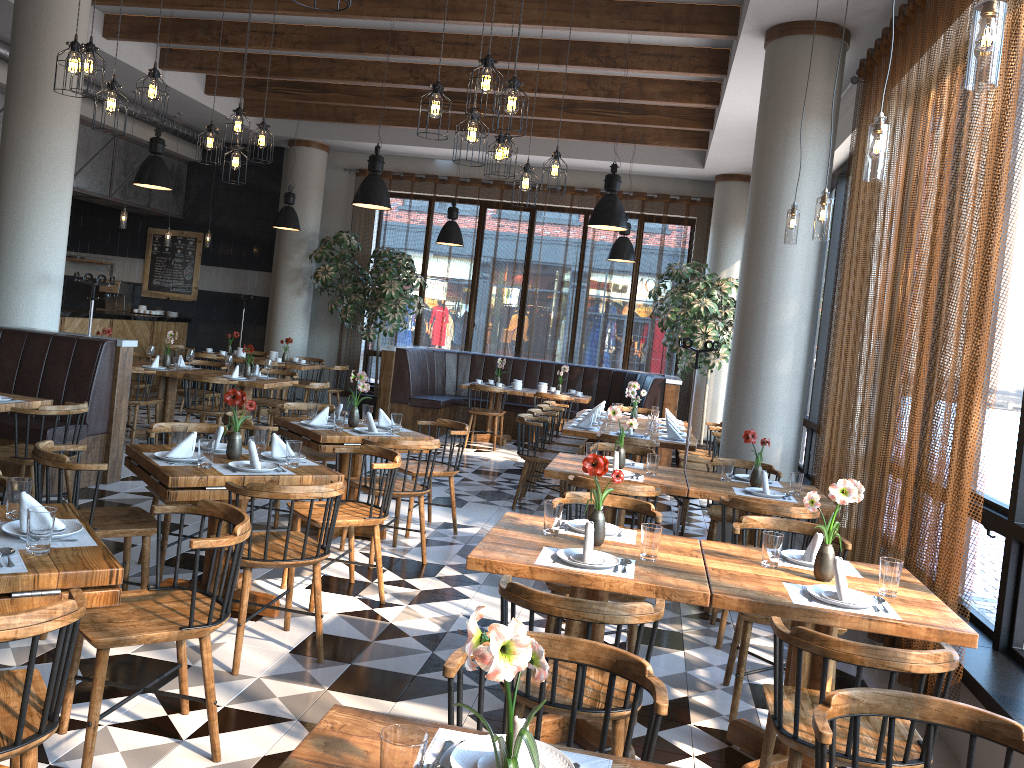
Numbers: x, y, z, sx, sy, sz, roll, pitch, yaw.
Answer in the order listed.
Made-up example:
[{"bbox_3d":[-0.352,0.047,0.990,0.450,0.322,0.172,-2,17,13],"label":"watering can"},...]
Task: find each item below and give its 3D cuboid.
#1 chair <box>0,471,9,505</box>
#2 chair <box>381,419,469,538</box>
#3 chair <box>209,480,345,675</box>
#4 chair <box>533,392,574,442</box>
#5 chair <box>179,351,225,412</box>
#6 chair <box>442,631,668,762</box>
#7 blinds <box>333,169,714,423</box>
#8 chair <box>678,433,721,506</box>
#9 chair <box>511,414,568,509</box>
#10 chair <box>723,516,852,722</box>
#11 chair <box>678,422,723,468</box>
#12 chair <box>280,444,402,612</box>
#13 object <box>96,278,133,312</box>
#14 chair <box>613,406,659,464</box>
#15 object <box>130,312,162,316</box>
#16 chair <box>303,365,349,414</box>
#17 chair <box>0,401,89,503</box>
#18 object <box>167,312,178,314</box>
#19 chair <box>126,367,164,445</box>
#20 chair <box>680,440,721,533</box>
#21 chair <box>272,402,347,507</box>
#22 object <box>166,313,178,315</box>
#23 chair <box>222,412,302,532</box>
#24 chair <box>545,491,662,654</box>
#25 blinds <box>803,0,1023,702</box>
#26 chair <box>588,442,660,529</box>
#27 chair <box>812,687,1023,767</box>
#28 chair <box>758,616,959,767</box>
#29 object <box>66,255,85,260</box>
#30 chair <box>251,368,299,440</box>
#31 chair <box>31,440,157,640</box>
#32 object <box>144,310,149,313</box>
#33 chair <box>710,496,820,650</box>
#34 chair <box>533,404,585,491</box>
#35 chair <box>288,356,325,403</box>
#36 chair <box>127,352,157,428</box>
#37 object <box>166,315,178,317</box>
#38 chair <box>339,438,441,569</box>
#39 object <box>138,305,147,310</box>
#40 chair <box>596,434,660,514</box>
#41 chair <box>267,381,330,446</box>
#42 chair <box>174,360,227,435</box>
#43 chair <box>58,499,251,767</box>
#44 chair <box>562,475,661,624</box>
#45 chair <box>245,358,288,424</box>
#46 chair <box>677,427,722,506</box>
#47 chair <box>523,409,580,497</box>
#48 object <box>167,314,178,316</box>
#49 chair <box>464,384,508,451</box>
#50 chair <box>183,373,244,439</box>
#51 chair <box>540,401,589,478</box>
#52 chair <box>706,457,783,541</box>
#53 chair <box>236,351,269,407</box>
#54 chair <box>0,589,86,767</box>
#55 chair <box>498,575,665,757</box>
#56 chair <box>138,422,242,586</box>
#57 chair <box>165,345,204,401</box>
[{"bbox_3d":[-2.128,0.745,3.218,0.518,0.816,0.551,5,2,-36],"label":"chair"},{"bbox_3d":[-0.645,0.690,6.684,0.549,0.816,0.521,5,2,-36],"label":"chair"},{"bbox_3d":[-1.081,0.811,4.008,0.518,0.816,0.551,5,2,-36],"label":"chair"},{"bbox_3d":[0.501,0.521,11.392,0.520,0.816,0.550,7,2,9],"label":"chair"},{"bbox_3d":[-4.121,-0.017,11.859,0.520,0.816,0.550,7,2,9],"label":"chair"},{"bbox_3d":[0.051,1.061,2.012,0.520,0.816,0.550,7,2,9],"label":"chair"},{"bbox_3d":[0.062,-1.278,13.518,5.547,3.578,0.155,7,1,9],"label":"blinds"},{"bbox_3d":[1.855,0.862,8.338,0.550,0.816,0.520,7,2,9],"label":"chair"},{"bbox_3d":[0.273,0.711,7.970,0.550,0.816,0.520,7,2,9],"label":"chair"},{"bbox_3d":[1.226,1.065,4.005,0.520,0.816,0.550,7,2,9],"label":"chair"},{"bbox_3d":[2.055,0.806,9.567,0.550,0.816,0.520,7,2,9],"label":"chair"},{"bbox_3d":[-0.934,0.770,4.908,0.549,0.816,0.521,5,2,-36],"label":"chair"},{"bbox_3d":[-6.498,-1.419,14.401,0.356,0.569,0.550,7,2,9],"label":"object"},{"bbox_3d":[1.386,0.694,10.188,0.520,0.816,0.550,7,2,9],"label":"chair"},{"bbox_3d":[-5.814,-1.115,14.089,0.437,0.018,0.273,7,4,9],"label":"object"},{"bbox_3d":[-2.583,0.127,12.262,0.550,0.816,0.520,7,2,9],"label":"chair"},{"bbox_3d":[-3.003,0.502,5.552,0.550,0.816,0.520,7,2,9],"label":"chair"},{"bbox_3d":[-5.506,-1.147,14.361,0.176,0.016,0.175,10,5,44],"label":"object"},{"bbox_3d":[-3.790,0.213,8.770,0.520,0.816,0.550,7,2,9],"label":"chair"},{"bbox_3d":[1.756,0.889,7.734,0.550,0.816,0.520,7,2,9],"label":"chair"},{"bbox_3d":[-1.539,0.583,6.830,0.518,0.816,0.551,5,2,-36],"label":"chair"},{"bbox_3d":[-5.508,-1.127,14.362,0.176,0.016,0.175,10,5,44],"label":"object"},{"bbox_3d":[-1.686,0.623,5.930,0.549,0.816,0.521,5,2,-36],"label":"chair"},{"bbox_3d":[0.398,0.965,4.140,0.520,0.816,0.550,7,2,9],"label":"chair"},{"bbox_3d":[1.828,-0.422,2.998,0.160,3.577,7.271,6,3,9],"label":"blinds"},{"bbox_3d":[0.752,0.867,6.313,0.520,0.816,0.550,7,2,9],"label":"chair"},{"bbox_3d":[0.879,1.160,1.877,0.520,0.816,0.550,7,2,9],"label":"chair"},{"bbox_3d":[1.015,1.122,2.717,0.520,0.816,0.550,7,2,9],"label":"chair"},{"bbox_3d":[-7.259,-2.106,14.695,0.352,0.060,0.232,8,4,22],"label":"object"},{"bbox_3d":[-2.725,0.257,9.943,0.520,0.816,0.550,7,2,9],"label":"chair"},{"bbox_3d":[-1.976,0.703,4.154,0.549,0.816,0.521,5,2,-36],"label":"chair"},{"bbox_3d":[-5.847,-1.148,14.159,0.080,0.066,0.098,7,3,21],"label":"object"},{"bbox_3d":[1.369,1.025,4.890,0.520,0.816,0.550,7,2,9],"label":"chair"},{"bbox_3d":[0.479,0.654,9.234,0.550,0.816,0.520,7,2,9],"label":"chair"},{"bbox_3d":[-3.069,0.026,13.004,0.520,0.816,0.550,7,2,9],"label":"chair"},{"bbox_3d":[-4.427,0.052,10.220,0.520,0.816,0.550,7,2,9],"label":"chair"},{"bbox_3d":[-5.511,-1.097,14.362,0.176,0.016,0.175,10,5,44],"label":"object"},{"bbox_3d":[-0.792,0.731,5.785,0.518,0.816,0.551,5,2,-36],"label":"chair"},{"bbox_3d":[-6.010,-1.211,14.404,0.129,0.128,0.130,5,3,-35],"label":"object"},{"bbox_3d":[0.921,0.822,7.337,0.520,0.816,0.550,7,2,9],"label":"chair"},{"bbox_3d":[-2.213,0.361,9.173,0.550,0.816,0.520,7,2,9],"label":"chair"},{"bbox_3d":[-3.576,0.154,10.081,0.520,0.816,0.550,7,2,9],"label":"chair"},{"bbox_3d":[-1.234,0.853,3.073,0.549,0.816,0.521,5,2,-36],"label":"chair"},{"bbox_3d":[0.542,0.925,5.025,0.520,0.816,0.550,7,2,9],"label":"chair"},{"bbox_3d":[-3.278,0.084,11.722,0.520,0.816,0.550,7,2,9],"label":"chair"},{"bbox_3d":[1.959,0.833,8.980,0.550,0.816,0.520,7,2,9],"label":"chair"},{"bbox_3d":[0.374,0.683,8.592,0.550,0.816,0.520,7,2,9],"label":"chair"},{"bbox_3d":[-5.509,-1.117,14.362,0.176,0.016,0.175,10,5,44],"label":"object"},{"bbox_3d":[-0.341,0.419,11.529,0.520,0.816,0.550,7,2,9],"label":"chair"},{"bbox_3d":[-2.940,0.315,8.631,0.520,0.816,0.550,7,2,9],"label":"chair"},{"bbox_3d":[0.572,0.628,9.803,0.550,0.816,0.520,7,2,9],"label":"chair"},{"bbox_3d":[1.580,0.967,6.178,0.520,0.816,0.550,7,2,9],"label":"chair"},{"bbox_3d":[-3.912,-0.075,13.141,0.520,0.816,0.550,7,2,9],"label":"chair"},{"bbox_3d":[-1.381,0.893,2.173,0.518,0.816,0.551,5,2,-36],"label":"chair"},{"bbox_3d":[0.187,1.023,2.851,0.520,0.816,0.550,7,2,9],"label":"chair"},{"bbox_3d":[-1.829,0.663,5.054,0.518,0.816,0.551,5,2,-36],"label":"chair"},{"bbox_3d":[-4.673,-0.126,12.615,0.550,0.816,0.520,7,2,9],"label":"chair"}]
